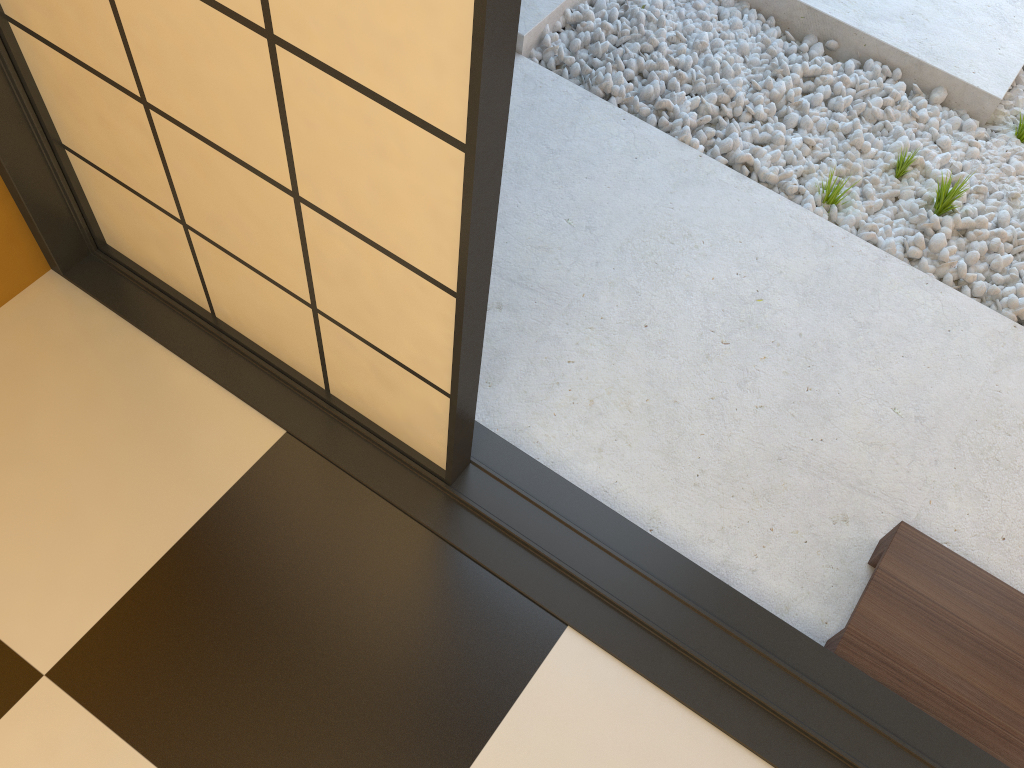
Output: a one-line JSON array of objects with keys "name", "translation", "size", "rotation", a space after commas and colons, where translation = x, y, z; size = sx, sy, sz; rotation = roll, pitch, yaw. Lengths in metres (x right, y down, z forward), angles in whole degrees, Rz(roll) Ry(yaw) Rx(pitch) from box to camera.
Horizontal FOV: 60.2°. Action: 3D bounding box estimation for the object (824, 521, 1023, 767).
[{"name": "object", "translation": [0.980, 0.602, 1.697], "size": [0.696, 0.105, 0.339], "rotation": [33, 62, 12]}]
